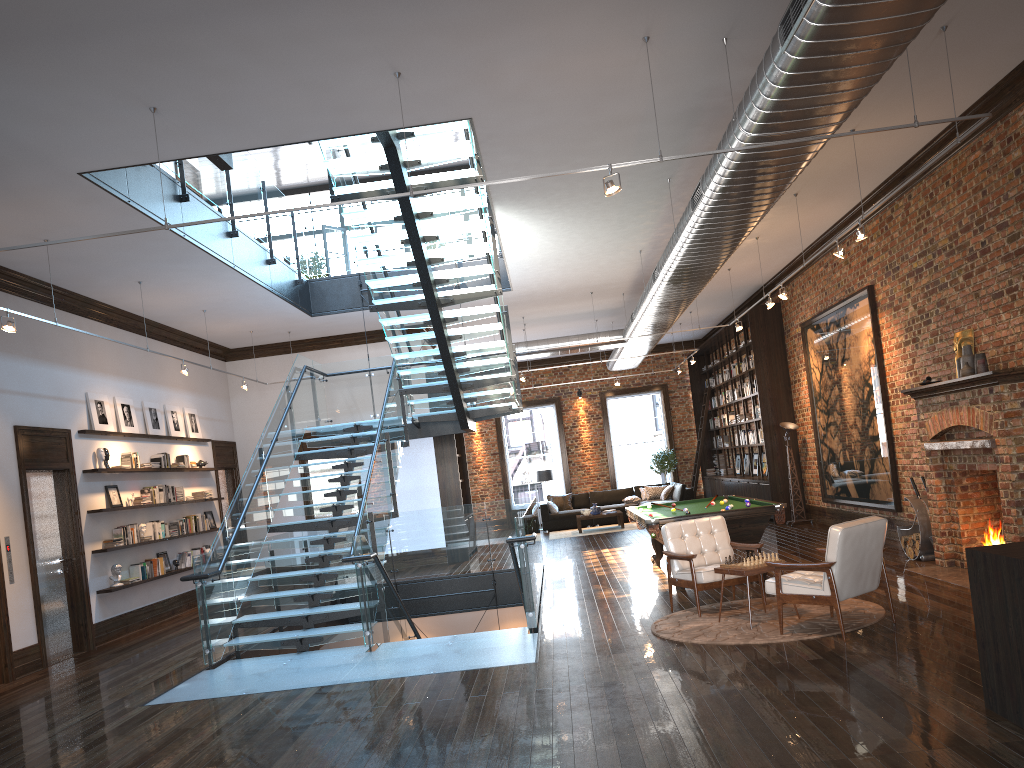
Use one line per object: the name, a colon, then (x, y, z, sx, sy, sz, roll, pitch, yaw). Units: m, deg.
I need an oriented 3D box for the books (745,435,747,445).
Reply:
books: (5.233, 1.221, 19.484, 0.191, 0.205, 0.025, -7, -1, 3)

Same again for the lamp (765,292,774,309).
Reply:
lamp: (3.562, -1.152, 12.239, 0.113, 0.229, 0.114, -6, -2, -18)

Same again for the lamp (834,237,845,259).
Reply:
lamp: (3.420, -1.423, 9.301, 0.113, 0.229, 0.114, -6, -2, -23)

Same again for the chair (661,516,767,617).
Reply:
chair: (1.920, 1.717, 8.425, 0.766, 0.864, 0.746, -6, -3, -17)

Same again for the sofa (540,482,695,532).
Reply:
sofa: (2.395, 2.860, 20.428, 3.501, 0.802, 3.462, -7, -5, 2)

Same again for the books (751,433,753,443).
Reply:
books: (5.204, 1.150, 18.889, 0.179, 0.245, 0.032, -7, -1, 3)

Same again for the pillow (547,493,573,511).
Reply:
pillow: (1.167, 2.913, 21.778, 0.701, 0.439, 0.305, -7, -2, 3)

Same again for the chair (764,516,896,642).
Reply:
chair: (2.487, 1.506, 6.970, 0.765, 0.864, 0.747, -5, -4, -37)

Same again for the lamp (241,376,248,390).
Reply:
lamp: (-4.296, -0.008, 14.198, 0.113, 0.229, 0.114, -5, -2, -42)

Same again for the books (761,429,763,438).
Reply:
books: (5.178, 1.055, 18.093, 0.159, 0.285, 0.014, -7, -1, 3)

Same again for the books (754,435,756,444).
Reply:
books: (5.191, 1.158, 18.709, 0.165, 0.196, 0.027, -7, -1, 3)

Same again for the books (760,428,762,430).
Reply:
books: (5.179, 1.053, 18.156, 0.149, 0.300, 0.013, -7, -1, 3)

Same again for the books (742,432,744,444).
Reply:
books: (5.241, 1.206, 19.771, 0.185, 0.288, 0.016, -7, -1, 3)

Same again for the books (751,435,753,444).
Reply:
books: (5.216, 1.175, 18.978, 0.170, 0.208, 0.028, -7, -1, 3)

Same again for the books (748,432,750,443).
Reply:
books: (5.220, 1.172, 19.260, 0.159, 0.269, 0.032, -7, -1, 3)

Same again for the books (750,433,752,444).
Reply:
books: (5.204, 1.167, 19.009, 0.167, 0.234, 0.032, -7, -1, 3)

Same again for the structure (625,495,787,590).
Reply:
structure: (2.340, 1.932, 11.080, 1.553, 0.849, 2.967, -7, -5, 2)

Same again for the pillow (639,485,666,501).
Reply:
pillow: (3.462, 2.667, 21.632, 0.703, 0.337, 0.270, -7, -3, 3)

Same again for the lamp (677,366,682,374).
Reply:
lamp: (3.968, -0.344, 20.990, 0.114, 0.229, 0.113, -8, -2, 42)

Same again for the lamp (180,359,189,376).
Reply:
lamp: (-4.406, -0.220, 11.896, 0.113, 0.229, 0.114, -5, -2, -43)

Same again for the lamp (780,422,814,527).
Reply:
lamp: (4.948, 1.561, 15.514, 0.425, 1.823, 0.506, -7, -1, 7)

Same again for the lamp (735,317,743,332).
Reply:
lamp: (3.658, -0.961, 14.303, 0.114, 0.229, 0.114, -7, -2, 17)

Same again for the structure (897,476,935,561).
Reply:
structure: (4.717, 1.493, 9.943, 0.538, 0.917, 0.929, -7, -3, 3)

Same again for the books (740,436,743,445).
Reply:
books: (5.254, 1.269, 20.007, 0.175, 0.206, 0.031, -7, -1, 3)

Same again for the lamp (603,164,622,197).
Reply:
lamp: (0.688, -1.402, 6.125, 0.113, 0.229, 0.114, -7, -2, -8)

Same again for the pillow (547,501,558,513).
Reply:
pillow: (0.985, 2.974, 21.398, 0.244, 0.304, 0.575, -7, -4, 3)

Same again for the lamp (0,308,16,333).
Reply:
lamp: (-4.589, -0.572, 8.074, 0.113, 0.229, 0.114, -6, -2, -18)

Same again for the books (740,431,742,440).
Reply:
books: (5.265, 1.224, 20.108, 0.170, 0.311, 0.039, -7, -1, 3)

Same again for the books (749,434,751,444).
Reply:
books: (5.222, 1.190, 19.199, 0.153, 0.220, 0.034, -7, -1, 3)

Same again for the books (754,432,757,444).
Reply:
books: (5.184, 1.119, 18.556, 0.191, 0.245, 0.031, -7, -1, 3)

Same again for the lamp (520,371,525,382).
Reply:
lamp: (0.210, -0.159, 18.225, 0.114, 0.229, 0.113, -8, -2, 23)

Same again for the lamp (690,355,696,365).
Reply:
lamp: (3.872, -0.529, 18.985, 0.113, 0.229, 0.114, -6, -2, -22)

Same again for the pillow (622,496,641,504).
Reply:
pillow: (2.892, 2.815, 21.449, 0.409, 0.203, 0.613, -7, -5, 0)

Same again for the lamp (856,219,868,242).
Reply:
lamp: (3.387, -1.495, 8.613, 0.118, 0.212, 0.116, -9, -3, 44)

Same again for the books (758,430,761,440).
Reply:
books: (5.175, 1.076, 18.241, 0.175, 0.272, 0.031, -7, -1, 3)

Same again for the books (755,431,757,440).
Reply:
books: (5.187, 1.106, 18.505, 0.181, 0.261, 0.012, -7, -1, 3)

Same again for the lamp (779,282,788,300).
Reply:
lamp: (3.531, -1.213, 11.575, 0.114, 0.229, 0.113, -8, -2, 32)

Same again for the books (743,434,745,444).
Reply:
books: (5.223, 1.211, 19.609, 0.187, 0.251, 0.050, -7, -1, 3)

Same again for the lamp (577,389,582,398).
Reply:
lamp: (1.803, 0.252, 23.636, 0.126, 0.236, 0.155, -7, -2, 2)

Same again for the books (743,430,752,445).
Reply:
books: (5.222, 1.175, 19.577, 0.186, 0.316, 0.015, -7, -1, 3)

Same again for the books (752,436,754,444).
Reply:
books: (5.191, 1.172, 18.789, 0.174, 0.183, 0.034, -7, -1, 3)

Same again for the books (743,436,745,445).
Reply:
books: (5.234, 1.240, 19.685, 0.180, 0.205, 0.012, -7, -1, 3)

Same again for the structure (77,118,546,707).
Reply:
structure: (-1.461, 1.004, 10.684, 3.578, 14.464, 7.059, -7, -2, 2)

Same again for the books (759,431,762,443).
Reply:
books: (5.156, 1.081, 18.131, 0.176, 0.246, 0.039, -7, -1, 3)

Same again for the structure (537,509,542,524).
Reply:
structure: (0.768, 3.553, 23.783, 1.302, 0.395, 0.216, -7, -2, 3)

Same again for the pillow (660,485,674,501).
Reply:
pillow: (3.673, 2.585, 20.975, 0.314, 0.354, 0.631, -7, -4, 2)

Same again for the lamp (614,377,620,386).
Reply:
lamp: (2.621, -0.070, 22.117, 0.113, 0.229, 0.114, -6, -2, -28)

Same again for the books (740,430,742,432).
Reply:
books: (5.264, 1.214, 20.134, 0.144, 0.337, 0.013, -7, -1, 3)

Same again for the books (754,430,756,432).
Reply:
books: (5.197, 1.107, 18.680, 0.152, 0.291, 0.031, -7, -1, 3)

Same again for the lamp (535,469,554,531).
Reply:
lamp: (0.759, 2.853, 21.700, 0.691, 1.463, 0.418, -8, -1, 32)

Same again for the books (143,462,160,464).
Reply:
books: (-5.203, 1.144, 12.773, 0.142, 0.011, 0.258, -8, -6, 7)

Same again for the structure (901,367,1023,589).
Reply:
structure: (4.455, 0.897, 8.530, 0.887, 1.902, 2.005, -7, -3, 2)

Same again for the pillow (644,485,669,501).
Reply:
pillow: (3.523, 2.615, 21.450, 0.612, 0.361, 0.288, -7, -3, 6)

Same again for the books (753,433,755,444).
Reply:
books: (5.193, 1.142, 18.755, 0.166, 0.237, 0.034, -7, -1, 3)
